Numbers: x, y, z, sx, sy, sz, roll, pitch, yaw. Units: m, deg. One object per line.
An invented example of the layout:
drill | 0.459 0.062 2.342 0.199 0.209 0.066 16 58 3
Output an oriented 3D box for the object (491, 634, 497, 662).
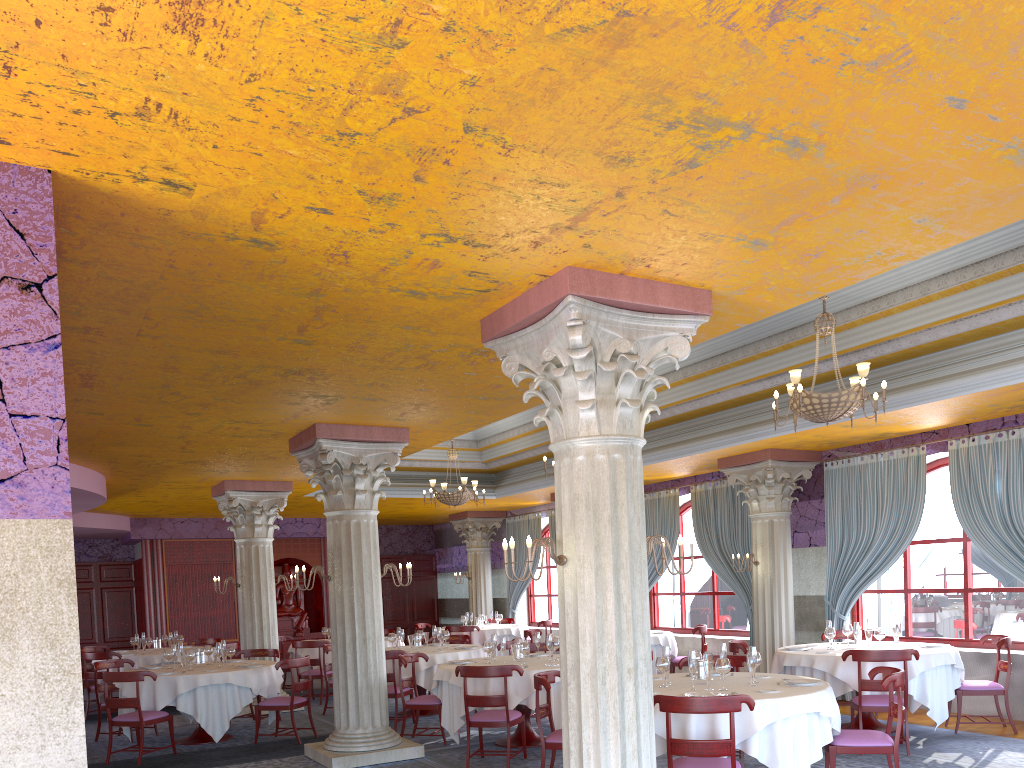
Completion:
object | -0.214 3.192 10.362 0.074 0.336 0.073 -2 1 7

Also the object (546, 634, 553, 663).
object | 0.434 3.069 9.946 0.074 0.336 0.073 -2 1 7

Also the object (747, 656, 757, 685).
object | 2.042 2.435 7.279 0.086 0.237 0.086 -2 0 -5

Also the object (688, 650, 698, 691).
object | 1.482 2.353 7.035 0.073 0.336 0.074 -4 2 -38

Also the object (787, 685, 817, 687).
object | 2.365 2.466 6.992 0.233 0.013 0.028 -6 -11 16

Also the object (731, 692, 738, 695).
object | 1.705 2.401 6.603 0.055 0.019 0.261 -6 -13 19

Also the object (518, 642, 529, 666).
object | 0.138 3.073 9.757 0.122 0.264 0.123 -2 -1 -38

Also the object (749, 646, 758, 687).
object | 2.013 2.358 7.151 0.073 0.336 0.074 -4 2 -38

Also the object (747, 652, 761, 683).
object | 2.089 2.444 7.385 0.122 0.264 0.123 -2 -1 -38

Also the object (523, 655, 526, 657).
object | 0.145 3.469 10.914 0.022 0.003 0.258 -6 -13 14

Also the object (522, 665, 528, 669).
object | 0.127 3.112 9.399 0.055 0.019 0.261 -6 -13 19

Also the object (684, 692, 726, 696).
object | 1.494 2.412 6.626 0.312 0.024 0.321 0 -13 -9

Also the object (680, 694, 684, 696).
object | 1.324 2.442 6.696 0.027 0.013 0.237 -5 -13 14

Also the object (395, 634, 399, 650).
object | -1.743 3.891 12.903 0.085 0.237 0.086 -3 0 -27

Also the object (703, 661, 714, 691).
object | 1.610 2.391 7.010 0.085 0.237 0.086 -3 0 -27

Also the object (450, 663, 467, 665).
object | -0.644 3.318 10.152 0.258 0.020 0.055 -7 -12 20

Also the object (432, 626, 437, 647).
object | -1.187 3.875 13.143 0.074 0.336 0.073 -2 2 29

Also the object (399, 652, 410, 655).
object | -1.589 3.802 12.086 0.313 0.024 0.320 5 -15 -29

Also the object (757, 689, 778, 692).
object | 2.027 2.437 6.797 0.159 0.009 0.162 5 -15 -29

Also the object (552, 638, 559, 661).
object | 0.510 3.156 10.181 0.122 0.264 0.123 -2 -1 -16

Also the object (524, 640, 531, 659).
object | 0.193 3.257 10.506 0.086 0.237 0.085 -2 0 18

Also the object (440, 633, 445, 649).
object | -1.042 3.824 12.739 0.086 0.237 0.086 -2 0 -5

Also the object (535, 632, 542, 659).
object | 0.317 3.197 10.478 0.074 0.336 0.073 -2 1 7

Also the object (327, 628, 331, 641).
object | -3.375 4.626 15.792 0.086 0.237 0.086 -2 0 -5

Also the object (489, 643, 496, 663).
object | -0.238 3.213 10.237 0.085 0.237 0.086 -3 0 -27

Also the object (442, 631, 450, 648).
object | -0.995 3.834 12.846 0.123 0.264 0.122 -3 -1 29

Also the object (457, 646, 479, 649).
object | -0.649 3.886 12.623 0.313 0.024 0.320 5 -15 -29

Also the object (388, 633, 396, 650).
object | -1.791 3.855 12.795 0.123 0.264 0.122 -3 -1 29

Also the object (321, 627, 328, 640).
object | -3.423 4.590 15.685 0.122 0.264 0.123 -2 -1 -38

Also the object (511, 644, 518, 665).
object | 0.031 3.102 9.805 0.086 0.237 0.086 -2 0 -5

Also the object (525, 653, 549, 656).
object | 0.318 3.448 10.899 0.313 0.024 0.320 5 -15 -29

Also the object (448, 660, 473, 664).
object | -0.622 3.363 10.362 0.313 0.024 0.320 5 -15 -29

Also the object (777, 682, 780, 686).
object | 2.234 2.517 7.183 0.030 0.010 0.141 -6 -13 17

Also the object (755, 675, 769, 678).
object | 2.238 2.643 7.728 0.159 0.009 0.162 5 -15 -29

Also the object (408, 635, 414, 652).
object | -1.473 3.780 12.470 0.086 0.237 0.086 -2 0 -5

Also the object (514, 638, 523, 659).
object | 0.086 3.259 10.554 0.122 0.264 0.123 -2 -1 -16

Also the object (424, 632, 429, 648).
object | -1.311 3.935 13.172 0.085 0.237 0.086 -3 0 -27

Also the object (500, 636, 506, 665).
object | -0.097 3.065 9.830 0.074 0.336 0.073 -2 1 7

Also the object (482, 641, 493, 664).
object | -0.286 3.177 10.130 0.122 0.264 0.123 -2 -1 -16

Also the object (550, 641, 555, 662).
object | 0.463 3.146 10.074 0.086 0.237 0.085 -2 0 40

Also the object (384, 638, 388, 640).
object | -2.281 4.621 15.512 0.313 0.024 0.320 5 -15 -29

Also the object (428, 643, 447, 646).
object | -1.187 4.126 13.564 0.313 0.024 0.321 -2 -13 0

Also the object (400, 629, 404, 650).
object | -1.602 3.743 12.495 0.073 0.336 0.074 -4 2 -38

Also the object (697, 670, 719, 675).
object | 1.897 2.736 8.103 0.318 0.024 0.316 -13 -17 39

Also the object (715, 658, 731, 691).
object | 1.716 2.362 6.962 0.122 0.264 0.123 -2 -1 -16

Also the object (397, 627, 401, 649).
object | -1.719 3.870 13.027 0.074 0.336 0.073 -2 1 7

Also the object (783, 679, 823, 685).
object | 2.434 2.497 7.162 0.312 0.024 0.321 0 -13 -9

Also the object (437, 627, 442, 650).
object | -1.070 3.747 12.612 0.074 0.336 0.073 -2 1 7

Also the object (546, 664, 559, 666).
object | 0.448 3.148 9.592 0.158 0.009 0.163 0 -13 -9

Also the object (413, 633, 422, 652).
object | -1.367 3.751 12.422 0.122 0.264 0.123 -2 -1 -38

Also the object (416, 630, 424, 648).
object | -1.419 3.937 13.219 0.122 0.264 0.123 -2 -1 -16
